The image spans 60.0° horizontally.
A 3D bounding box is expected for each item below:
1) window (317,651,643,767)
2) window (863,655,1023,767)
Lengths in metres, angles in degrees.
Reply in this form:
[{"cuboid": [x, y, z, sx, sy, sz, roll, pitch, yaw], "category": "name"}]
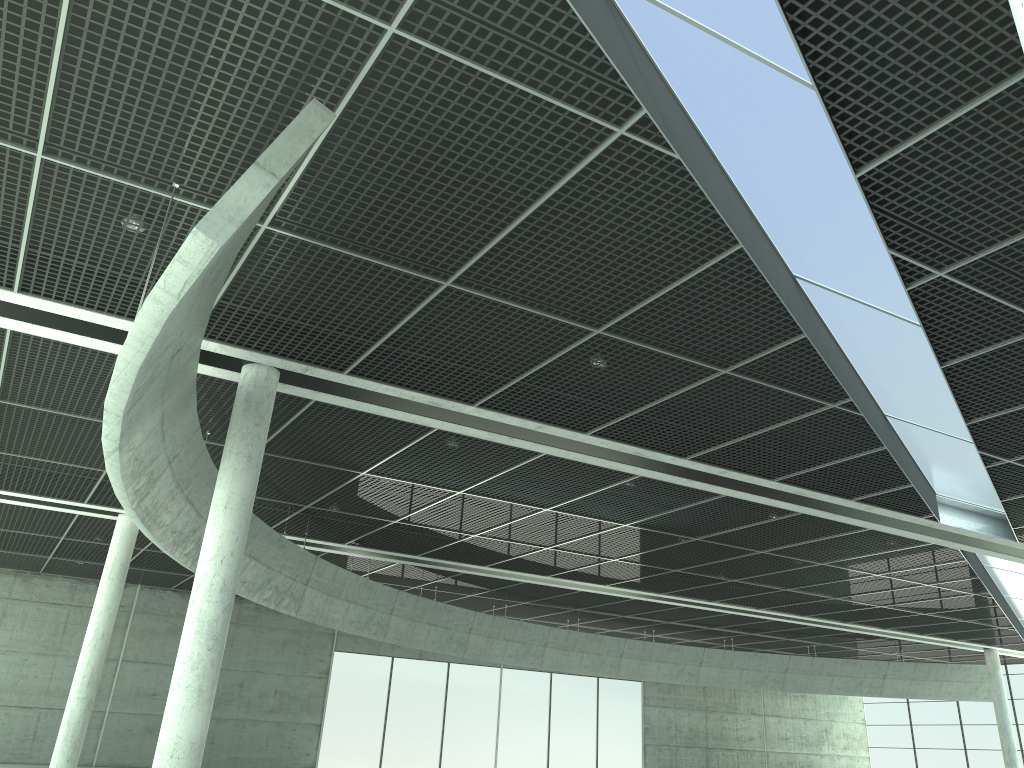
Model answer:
[{"cuboid": [-1.275, 34.477, 81.278, 33.482, 10.664, 0.159, 17, -28, -27], "category": "window"}, {"cuboid": [24.245, 15.089, 43.104, 100.646, 16.084, 99.683, 17, -28, -27], "category": "window"}]
